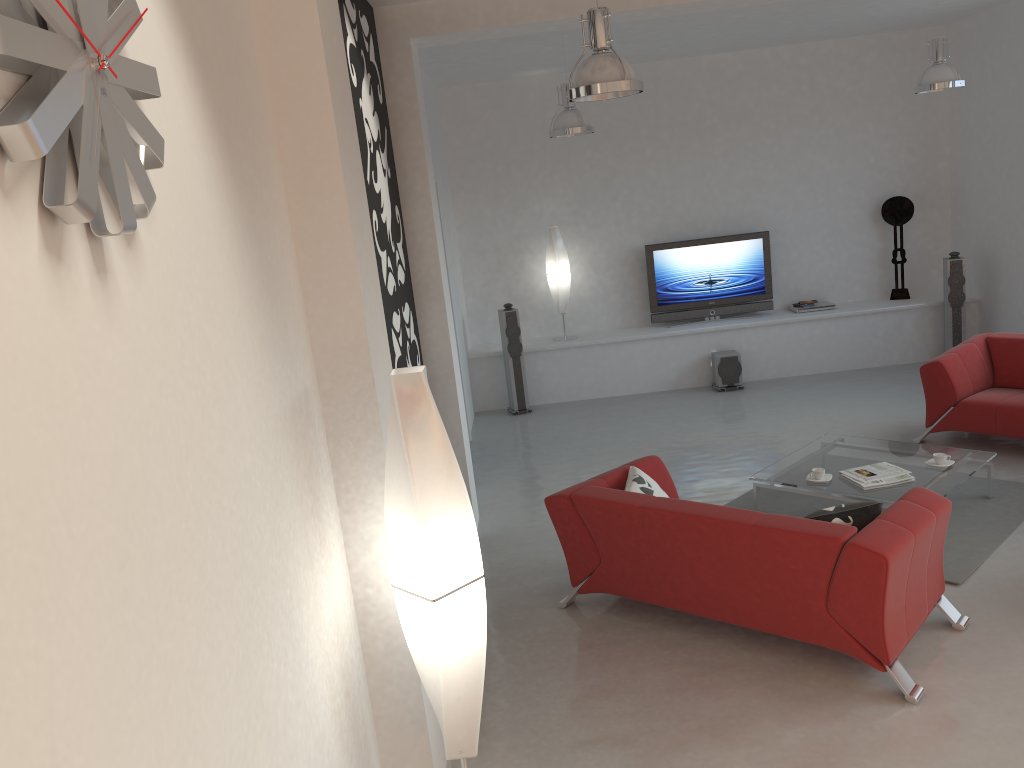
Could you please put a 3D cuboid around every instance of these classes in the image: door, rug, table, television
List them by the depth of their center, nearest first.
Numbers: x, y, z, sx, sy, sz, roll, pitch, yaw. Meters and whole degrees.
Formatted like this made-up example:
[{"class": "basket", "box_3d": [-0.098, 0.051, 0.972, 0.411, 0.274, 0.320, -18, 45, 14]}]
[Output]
[{"class": "table", "box_3d": [2.368, 0.668, 5.832, 1.097, 0.286, 1.162, -18, 16, -42]}, {"class": "rug", "box_3d": [2.376, 0.812, 5.854, 1.700, 0.025, 1.700, -18, 16, -42]}, {"class": "door", "box_3d": [-0.674, -0.519, 7.679, 0.240, 2.550, 1.600, -6, 12, 2]}, {"class": "television", "box_3d": [2.195, -1.159, 9.854, 1.356, 0.919, 0.343, -6, 12, 2]}]

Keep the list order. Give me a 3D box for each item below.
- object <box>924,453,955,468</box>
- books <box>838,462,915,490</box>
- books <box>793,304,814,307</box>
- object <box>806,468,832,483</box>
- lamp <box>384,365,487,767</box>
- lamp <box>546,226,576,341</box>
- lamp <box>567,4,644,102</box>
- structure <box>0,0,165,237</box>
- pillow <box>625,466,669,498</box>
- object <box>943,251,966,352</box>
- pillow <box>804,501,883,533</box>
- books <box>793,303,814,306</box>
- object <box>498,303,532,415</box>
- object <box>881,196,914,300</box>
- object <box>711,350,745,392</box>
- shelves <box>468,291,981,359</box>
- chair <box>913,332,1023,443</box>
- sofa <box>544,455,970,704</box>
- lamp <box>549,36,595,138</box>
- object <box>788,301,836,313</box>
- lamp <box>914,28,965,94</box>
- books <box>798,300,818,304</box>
[{"class": "object", "box_3d": [2.722, 0.483, 5.646, 0.153, 0.069, 0.153, -14, 14, -31]}, {"class": "books", "box_3d": [2.285, 0.571, 5.563, 0.367, 0.035, 0.345, -9, 12, -8]}, {"class": "books", "box_3d": [3.248, -0.877, 9.874, 0.190, 0.015, 0.135, -15, 14, -32]}, {"class": "object", "box_3d": [1.951, 0.577, 5.637, 0.153, 0.069, 0.153, 0, 14, 28]}, {"class": "lamp", "box_3d": [-0.231, 0.820, 3.023, 0.313, 1.779, 0.313, -5, 12, 10]}, {"class": "lamp", "box_3d": [0.525, -1.111, 9.798, 0.263, 1.239, 0.263, -8, 12, -6]}, {"class": "lamp", "box_3d": [0.419, -1.818, 4.326, 0.379, 0.800, 0.379, -8, 12, -5]}, {"class": "structure", "box_3d": [-0.750, -0.560, 1.551, 0.090, 0.596, 0.596, -6, 12, 2]}, {"class": "pillow", "box_3d": [0.771, 0.661, 4.857, 0.288, 0.343, 0.402, -5, 12, 9]}, {"class": "object", "box_3d": [4.632, -0.797, 9.281, 0.255, 1.184, 0.273, -3, 13, 17]}, {"class": "pillow", "box_3d": [1.519, 0.711, 4.199, 0.402, 0.343, 0.288, -8, 12, -5]}, {"class": "books", "box_3d": [3.245, -0.892, 9.874, 0.190, 0.015, 0.135, -11, 13, -18]}, {"class": "object", "box_3d": [0.017, -0.277, 9.449, 0.255, 1.184, 0.273, -10, 12, -13]}, {"class": "object", "box_3d": [4.256, -1.495, 9.759, 0.331, 1.130, 0.108, -1, 13, 26]}, {"class": "object", "box_3d": [2.296, -0.142, 9.481, 0.336, 0.374, 0.337, -6, 12, 2]}, {"class": "shelves", "box_3d": [2.255, -0.664, 9.840, 5.500, 0.050, 0.650, -6, 12, 2]}, {"class": "chair", "box_3d": [3.873, 0.071, 6.722, 0.951, 0.738, 1.288, -16, 15, -37]}, {"class": "sofa", "box_3d": [1.180, 0.858, 4.557, 1.929, 0.738, 0.951, 4, 16, 41]}, {"class": "lamp", "box_3d": [0.451, -2.449, 7.258, 0.379, 0.800, 0.379, -7, 12, -2]}, {"class": "object", "box_3d": [3.345, -0.865, 9.903, 0.430, 0.045, 0.352, -6, 12, 2]}, {"class": "lamp", "box_3d": [3.440, -2.786, 7.153, 0.379, 0.800, 0.379, 4, 16, 41]}, {"class": "books", "box_3d": [3.294, -0.912, 9.864, 0.190, 0.015, 0.135, -4, 12, 12]}]
